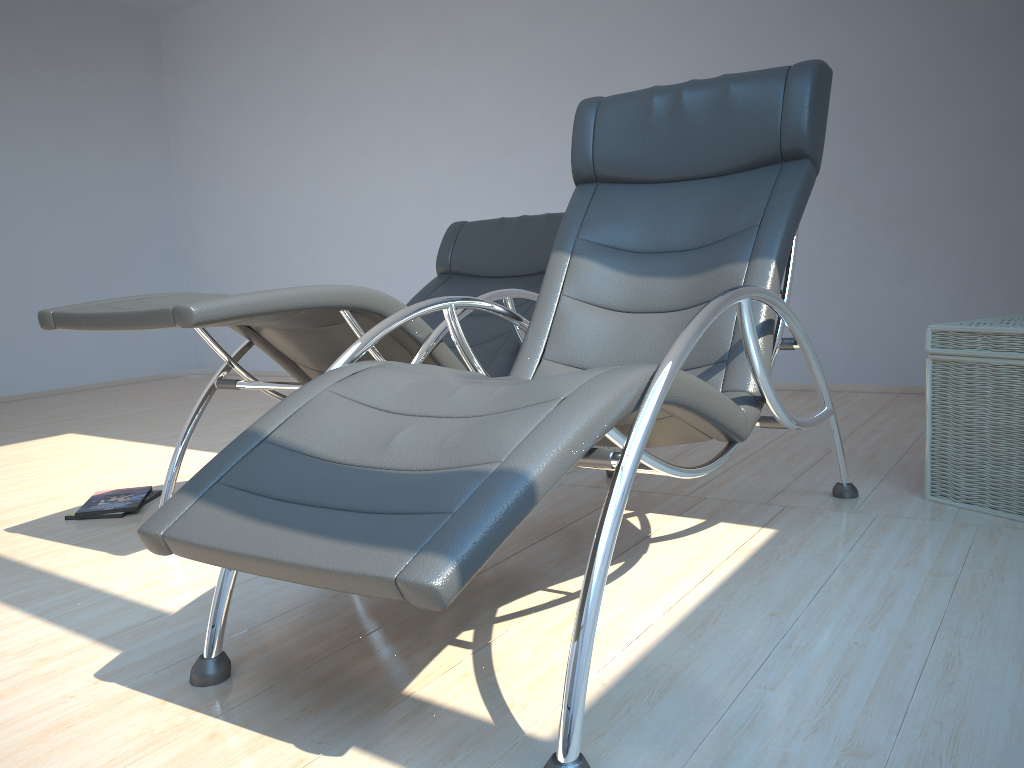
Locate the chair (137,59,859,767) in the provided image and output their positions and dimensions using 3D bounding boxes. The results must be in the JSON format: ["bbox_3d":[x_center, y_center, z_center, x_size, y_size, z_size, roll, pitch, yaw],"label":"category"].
[{"bbox_3d":[0.151,-0.167,2.033,0.836,1.251,1.938,2,9,33],"label":"chair"}]

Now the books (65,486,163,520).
[{"bbox_3d":[-0.966,0.487,1.447,1.045,0.222,4.790,-3,7,0],"label":"books"}]

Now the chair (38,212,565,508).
[{"bbox_3d":[-0.383,-0.111,3.004,0.836,0.953,2.114,2,9,33],"label":"chair"}]

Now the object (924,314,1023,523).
[{"bbox_3d":[1.684,0.079,2.399,0.744,0.518,0.745,-7,8,-27],"label":"object"}]
